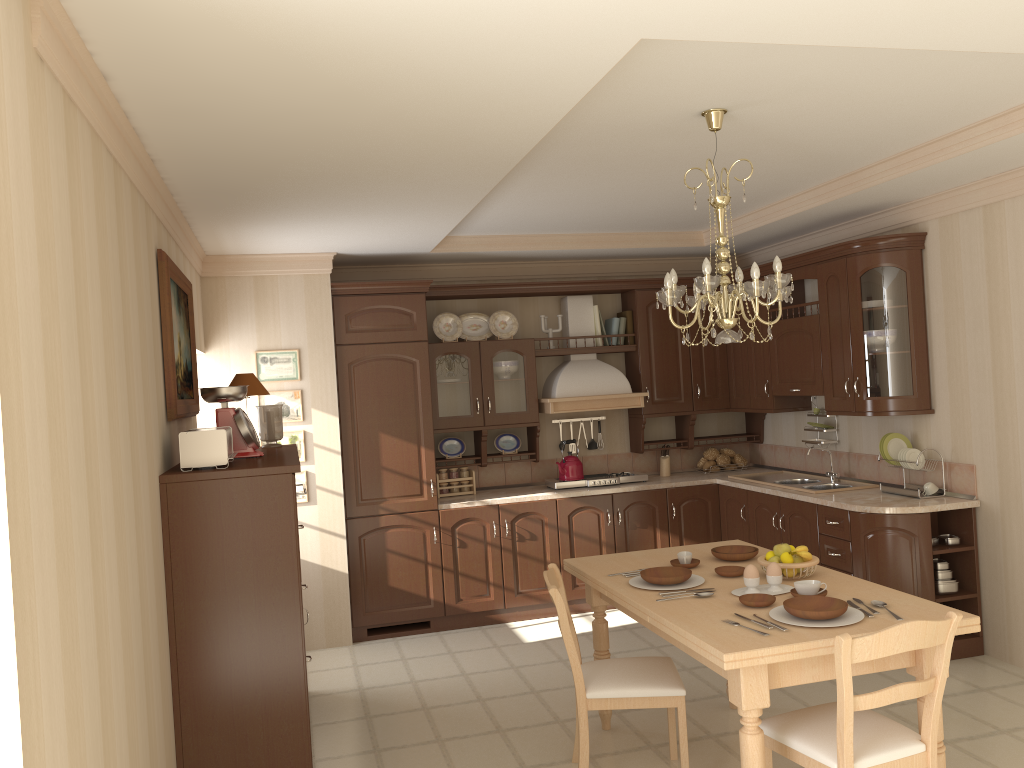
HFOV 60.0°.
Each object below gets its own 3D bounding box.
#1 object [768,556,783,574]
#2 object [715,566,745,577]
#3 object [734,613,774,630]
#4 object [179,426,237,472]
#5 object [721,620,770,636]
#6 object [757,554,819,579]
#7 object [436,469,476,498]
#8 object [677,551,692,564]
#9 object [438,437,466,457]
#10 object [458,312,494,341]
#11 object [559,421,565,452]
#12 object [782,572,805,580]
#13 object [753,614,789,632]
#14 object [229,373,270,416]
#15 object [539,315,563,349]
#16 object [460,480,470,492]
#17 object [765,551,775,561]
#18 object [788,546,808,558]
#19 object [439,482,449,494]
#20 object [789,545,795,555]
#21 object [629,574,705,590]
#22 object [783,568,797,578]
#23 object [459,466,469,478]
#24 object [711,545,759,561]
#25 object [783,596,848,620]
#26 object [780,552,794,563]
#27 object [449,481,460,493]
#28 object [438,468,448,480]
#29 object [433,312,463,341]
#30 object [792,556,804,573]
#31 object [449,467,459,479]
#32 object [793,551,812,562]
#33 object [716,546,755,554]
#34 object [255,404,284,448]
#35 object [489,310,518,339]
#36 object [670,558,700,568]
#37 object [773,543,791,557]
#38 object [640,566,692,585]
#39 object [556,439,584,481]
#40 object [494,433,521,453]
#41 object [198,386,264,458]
[{"bbox_3d":[1.044,0.718,3.502,0.074,0.076,0.072,-4,0,-39],"label":"object"},{"bbox_3d":[0.886,0.763,3.593,0.127,0.026,0.126,-3,0,41],"label":"object"},{"bbox_3d":[0.790,0.779,2.919,0.018,0.008,0.212,-4,0,-20],"label":"object"},{"bbox_3d":[-1.210,0.255,3.556,0.192,0.150,0.360,-3,0,-14],"label":"object"},{"bbox_3d":[0.751,0.783,2.855,0.028,0.004,0.218,-4,0,-24],"label":"object"},{"bbox_3d":[1.097,0.726,3.519,0.235,0.068,0.235,-3,0,33],"label":"object"},{"bbox_3d":[-0.412,0.706,6.291,0.276,0.170,0.140,-4,0,-19],"label":"object"},{"bbox_3d":[0.740,0.755,3.790,0.063,0.055,0.119,-3,0,15],"label":"object"},{"bbox_3d":[-0.428,0.451,6.332,0.202,0.143,0.071,-4,0,-16],"label":"object"},{"bbox_3d":[-0.270,-0.414,6.380,0.342,0.209,0.073,-3,0,-13],"label":"object"},{"bbox_3d":[0.369,0.392,6.637,0.048,0.231,0.015,-3,0,-13],"label":"object"},{"bbox_3d":[1.099,0.757,3.519,0.128,0.011,0.128,-3,0,27],"label":"object"},{"bbox_3d":[0.838,0.776,2.891,0.022,0.008,0.218,-3,0,-12],"label":"object"},{"bbox_3d":[-1.329,0.141,4.447,0.237,0.388,0.235,-3,0,-2],"label":"object"},{"bbox_3d":[0.268,-0.377,6.488,0.174,0.248,0.163,-3,0,38],"label":"object"},{"bbox_3d":[-0.334,0.729,6.315,0.068,0.088,0.068,-3,0,2],"label":"object"},{"bbox_3d":[1.040,0.694,3.558,0.045,0.047,0.055,-3,0,18],"label":"object"},{"bbox_3d":[1.135,0.672,3.496,0.066,0.085,0.184,-3,0,23],"label":"object"},{"bbox_3d":[-0.482,0.738,6.265,0.068,0.088,0.068,-3,0,2],"label":"object"},{"bbox_3d":[1.113,0.671,3.567,0.054,0.046,0.047,-3,0,27],"label":"object"},{"bbox_3d":[0.615,0.787,3.530,0.299,0.009,0.299,-4,0,-16],"label":"object"},{"bbox_3d":[1.083,0.731,3.456,0.055,0.046,0.046,-3,0,19],"label":"object"},{"bbox_3d":[-0.340,0.629,6.315,0.068,0.088,0.068,-3,0,2],"label":"object"},{"bbox_3d":[0.980,0.749,3.899,0.204,0.042,0.204,-3,0,25],"label":"object"},{"bbox_3d":[1.003,0.746,2.932,0.204,0.042,0.204,-4,0,-44],"label":"object"},{"bbox_3d":[1.075,0.684,3.467,0.045,0.053,0.051,-4,0,-26],"label":"object"},{"bbox_3d":[-0.408,0.733,6.290,0.068,0.088,0.068,-3,0,2],"label":"object"},{"bbox_3d":[-0.488,0.638,6.265,0.068,0.088,0.068,-3,0,2],"label":"object"},{"bbox_3d":[-0.453,-0.405,6.275,0.220,0.210,0.068,-4,0,-16],"label":"object"},{"bbox_3d":[1.119,0.714,3.504,0.077,0.065,0.076,-4,0,-38],"label":"object"},{"bbox_3d":[-0.414,0.633,6.290,0.068,0.088,0.068,-3,0,2],"label":"object"},{"bbox_3d":[1.145,0.689,3.478,0.064,0.094,0.176,-3,0,23],"label":"object"},{"bbox_3d":[0.981,0.744,3.897,0.168,0.034,0.168,-3,0,-3],"label":"object"},{"bbox_3d":[-1.273,0.222,4.679,0.144,0.220,0.144,-4,0,-31],"label":"object"},{"bbox_3d":[-0.060,-0.429,6.375,0.220,0.210,0.068,-4,0,-16],"label":"object"},{"bbox_3d":[0.742,0.771,3.797,0.126,0.026,0.127,-3,0,13],"label":"object"},{"bbox_3d":[1.076,0.666,3.529,0.068,0.061,0.069,-3,0,2],"label":"object"},{"bbox_3d":[0.614,0.769,3.530,0.204,0.042,0.204,-3,0,-14],"label":"object"},{"bbox_3d":[0.413,0.538,6.306,0.181,0.282,0.227,-3,0,9],"label":"object"},{"bbox_3d":[-0.030,0.426,6.431,0.202,0.143,0.071,-4,0,-16],"label":"object"},{"bbox_3d":[-1.254,0.171,3.960,0.263,0.317,0.218,-3,0,-10],"label":"object"}]
